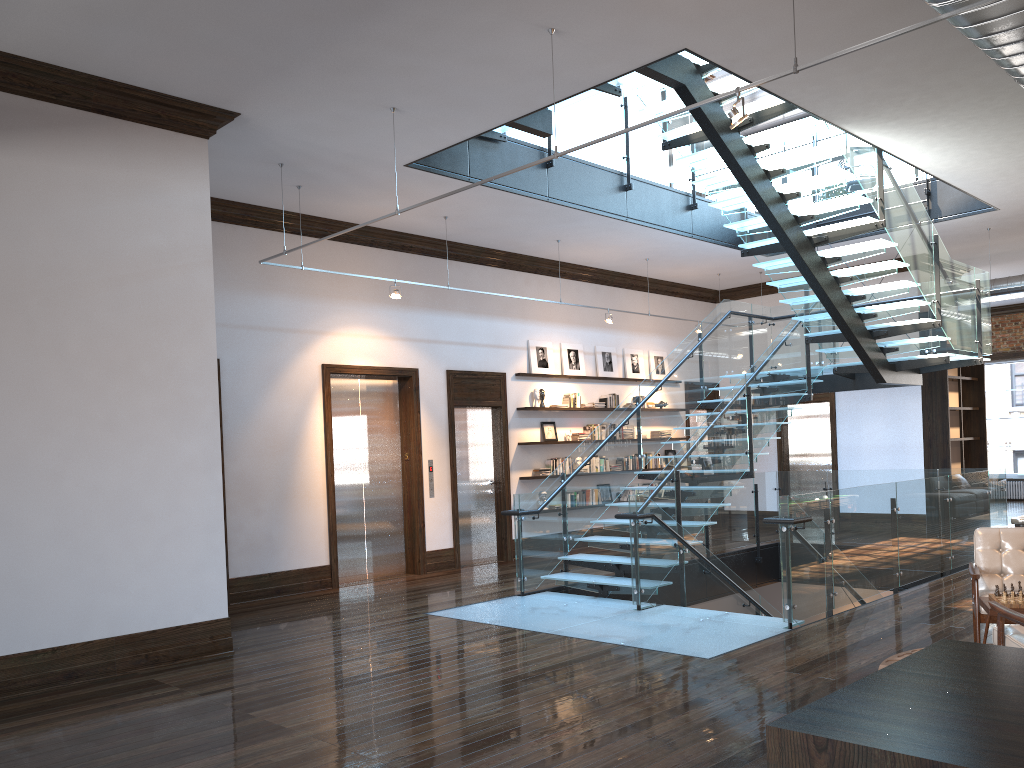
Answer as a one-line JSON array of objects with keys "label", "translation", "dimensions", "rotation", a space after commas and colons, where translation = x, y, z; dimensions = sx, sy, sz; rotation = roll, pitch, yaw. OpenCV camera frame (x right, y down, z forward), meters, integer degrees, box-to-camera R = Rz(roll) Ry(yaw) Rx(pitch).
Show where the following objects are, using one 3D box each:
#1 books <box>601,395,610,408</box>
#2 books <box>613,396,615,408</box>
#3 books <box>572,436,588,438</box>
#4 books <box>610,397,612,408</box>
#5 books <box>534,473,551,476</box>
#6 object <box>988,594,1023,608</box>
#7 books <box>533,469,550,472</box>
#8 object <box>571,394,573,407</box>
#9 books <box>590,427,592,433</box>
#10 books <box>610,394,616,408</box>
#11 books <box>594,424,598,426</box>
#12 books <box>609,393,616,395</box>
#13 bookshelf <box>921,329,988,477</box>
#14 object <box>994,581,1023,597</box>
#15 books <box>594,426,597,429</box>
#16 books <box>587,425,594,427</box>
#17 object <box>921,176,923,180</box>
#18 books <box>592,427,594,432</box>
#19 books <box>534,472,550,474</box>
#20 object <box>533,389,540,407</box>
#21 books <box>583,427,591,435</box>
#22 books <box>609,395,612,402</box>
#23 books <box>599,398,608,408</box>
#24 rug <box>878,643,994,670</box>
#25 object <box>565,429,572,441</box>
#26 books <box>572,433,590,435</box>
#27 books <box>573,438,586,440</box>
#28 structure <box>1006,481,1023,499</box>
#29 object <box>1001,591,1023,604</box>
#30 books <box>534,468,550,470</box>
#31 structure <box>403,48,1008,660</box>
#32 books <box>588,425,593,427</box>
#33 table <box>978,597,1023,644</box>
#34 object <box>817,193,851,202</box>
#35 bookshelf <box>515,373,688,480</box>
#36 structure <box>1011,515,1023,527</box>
[{"label": "books", "translation": [1.499, 0.284, 14.205], "dimensions": [0.022, 0.208, 0.157], "rotation": [-3, -1, -45]}, {"label": "books", "translation": [1.601, 0.291, 14.317], "dimensions": [0.014, 0.203, 0.131], "rotation": [-3, 0, -45]}, {"label": "books", "translation": [1.069, 0.822, 13.778], "dimensions": [0.142, 0.011, 0.256], "rotation": [-6, -6, 42]}, {"label": "books", "translation": [1.524, 0.298, 14.217], "dimensions": [0.028, 0.180, 0.166], "rotation": [-3, -1, -45]}, {"label": "books", "translation": [0.449, 1.345, 13.140], "dimensions": [0.235, 0.028, 0.144], "rotation": [2, -6, -45]}, {"label": "object", "translation": [3.201, 1.347, 5.495], "dimensions": [0.388, 0.028, 0.388], "rotation": [-4, -5, 20]}, {"label": "books", "translation": [0.437, 1.278, 13.127], "dimensions": [0.218, 0.028, 0.143], "rotation": [1, -6, -40]}, {"label": "object", "translation": [0.866, 0.263, 13.585], "dimensions": [0.010, 0.207, 0.155], "rotation": [-3, -1, -45]}, {"label": "books", "translation": [1.203, 0.777, 13.897], "dimensions": [0.005, 0.212, 0.153], "rotation": [-3, 0, -45]}, {"label": "books", "translation": [1.611, 0.280, 14.324], "dimensions": [0.011, 0.225, 0.162], "rotation": [-3, 0, -45]}, {"label": "books", "translation": [1.302, 0.764, 14.006], "dimensions": [0.006, 0.248, 0.146], "rotation": [-3, 0, -45]}, {"label": "books", "translation": [1.627, 0.275, 14.353], "dimensions": [0.011, 0.239, 0.139], "rotation": [-3, 0, -45]}, {"label": "bookshelf", "translation": [7.320, 0.630, 14.633], "dimensions": [1.780, 3.515, 0.401], "rotation": [-2, 0, -45]}, {"label": "object", "translation": [3.243, 1.293, 5.615], "dimensions": [0.334, 0.101, 0.075], "rotation": [-4, -2, 20]}, {"label": "books", "translation": [1.281, 0.778, 13.960], "dimensions": [0.013, 0.215, 0.167], "rotation": [-3, -1, -45]}, {"label": "books", "translation": [1.237, 0.764, 13.946], "dimensions": [0.005, 0.243, 0.139], "rotation": [-3, 0, -45]}, {"label": "object", "translation": [6.180, -3.112, 12.585], "dimensions": [0.519, 0.769, 0.541], "rotation": [-2, -1, -35]}, {"label": "books", "translation": [1.221, 0.779, 13.904], "dimensions": [0.005, 0.208, 0.158], "rotation": [-3, -1, -45]}, {"label": "books", "translation": [0.449, 1.318, 13.146], "dimensions": [0.155, 0.028, 0.191], "rotation": [-6, -6, 40]}, {"label": "object", "translation": [0.363, 0.212, 13.110], "dimensions": [0.098, 0.288, 0.098], "rotation": [-2, 0, -3]}, {"label": "books", "translation": [1.175, 0.778, 13.894], "dimensions": [0.005, 0.213, 0.142], "rotation": [-3, 0, -45]}, {"label": "books", "translation": [1.543, 0.286, 14.263], "dimensions": [0.023, 0.211, 0.154], "rotation": [-3, -1, -45]}, {"label": "books", "translation": [1.462, 0.306, 14.165], "dimensions": [0.037, 0.161, 0.167], "rotation": [-3, -1, -45]}, {"label": "rug", "translation": [3.348, 1.838, 5.528], "dimensions": [1.969, 0.015, 1.976], "rotation": [2, -6, -43]}, {"label": "object", "translation": [0.878, 0.783, 13.616], "dimensions": [0.122, 0.187, 0.059], "rotation": [-2, 0, -9]}, {"label": "books", "translation": [1.066, 0.779, 13.780], "dimensions": [0.286, 0.011, 0.141], "rotation": [2, -6, -43]}, {"label": "books", "translation": [1.073, 0.854, 13.776], "dimensions": [0.142, 0.011, 0.257], "rotation": [-6, -6, 40]}, {"label": "structure", "translation": [11.091, 2.437, 20.357], "dimensions": [0.215, 0.395, 1.305], "rotation": [-2, -3, -45]}, {"label": "object", "translation": [3.154, 1.277, 5.373], "dimensions": [0.334, 0.101, 0.075], "rotation": [-4, -2, 20]}, {"label": "books", "translation": [0.447, 1.258, 13.143], "dimensions": [0.215, 0.014, 0.135], "rotation": [2, -6, -45]}, {"label": "structure", "translation": [2.690, 0.454, 10.022], "dimensions": [7.035, 14.490, 3.582], "rotation": [-2, 0, -45]}, {"label": "books", "translation": [1.221, 0.769, 13.943], "dimensions": [0.009, 0.235, 0.132], "rotation": [-3, 0, -45]}, {"label": "table", "translation": [3.203, 1.604, 5.495], "dimensions": [0.517, 0.494, 0.463], "rotation": [-3, -2, 20]}, {"label": "object", "translation": [6.596, -3.261, 17.960], "dimensions": [0.812, 1.864, 0.800], "rotation": [-2, 0, 3]}, {"label": "bookshelf", "translation": [1.599, 0.918, 14.277], "dimensions": [4.072, 2.054, 0.200], "rotation": [1, -2, -45]}, {"label": "structure", "translation": [5.724, 1.507, 7.862], "dimensions": [2.954, 0.851, 1.557], "rotation": [2, -5, -45]}]
